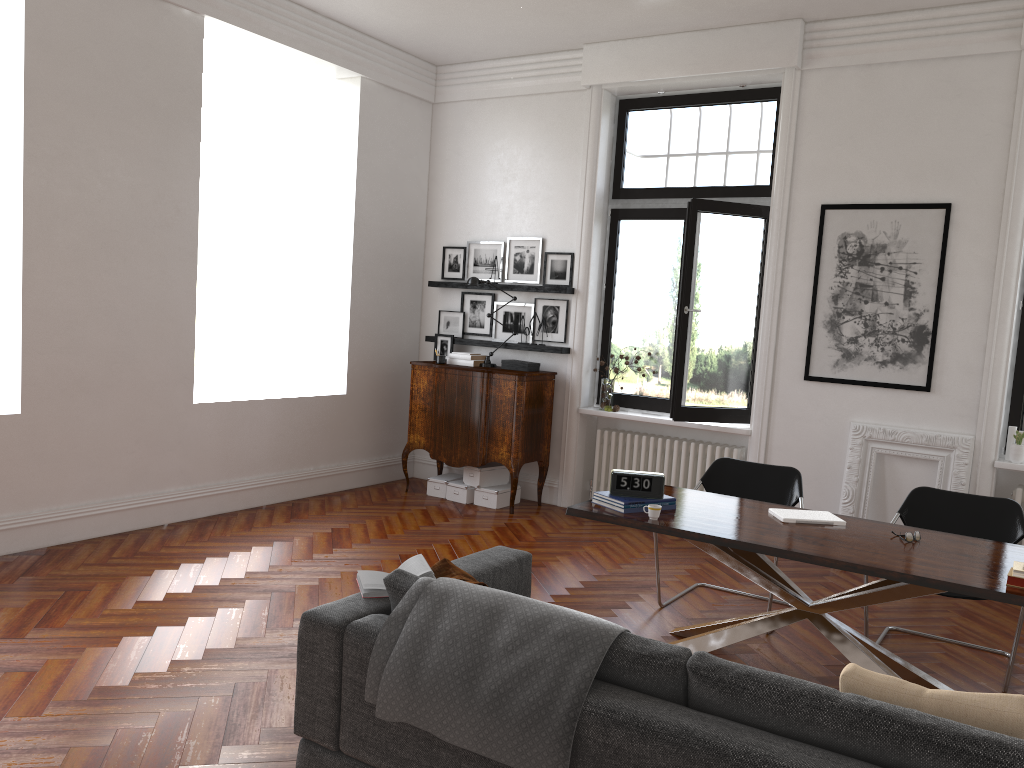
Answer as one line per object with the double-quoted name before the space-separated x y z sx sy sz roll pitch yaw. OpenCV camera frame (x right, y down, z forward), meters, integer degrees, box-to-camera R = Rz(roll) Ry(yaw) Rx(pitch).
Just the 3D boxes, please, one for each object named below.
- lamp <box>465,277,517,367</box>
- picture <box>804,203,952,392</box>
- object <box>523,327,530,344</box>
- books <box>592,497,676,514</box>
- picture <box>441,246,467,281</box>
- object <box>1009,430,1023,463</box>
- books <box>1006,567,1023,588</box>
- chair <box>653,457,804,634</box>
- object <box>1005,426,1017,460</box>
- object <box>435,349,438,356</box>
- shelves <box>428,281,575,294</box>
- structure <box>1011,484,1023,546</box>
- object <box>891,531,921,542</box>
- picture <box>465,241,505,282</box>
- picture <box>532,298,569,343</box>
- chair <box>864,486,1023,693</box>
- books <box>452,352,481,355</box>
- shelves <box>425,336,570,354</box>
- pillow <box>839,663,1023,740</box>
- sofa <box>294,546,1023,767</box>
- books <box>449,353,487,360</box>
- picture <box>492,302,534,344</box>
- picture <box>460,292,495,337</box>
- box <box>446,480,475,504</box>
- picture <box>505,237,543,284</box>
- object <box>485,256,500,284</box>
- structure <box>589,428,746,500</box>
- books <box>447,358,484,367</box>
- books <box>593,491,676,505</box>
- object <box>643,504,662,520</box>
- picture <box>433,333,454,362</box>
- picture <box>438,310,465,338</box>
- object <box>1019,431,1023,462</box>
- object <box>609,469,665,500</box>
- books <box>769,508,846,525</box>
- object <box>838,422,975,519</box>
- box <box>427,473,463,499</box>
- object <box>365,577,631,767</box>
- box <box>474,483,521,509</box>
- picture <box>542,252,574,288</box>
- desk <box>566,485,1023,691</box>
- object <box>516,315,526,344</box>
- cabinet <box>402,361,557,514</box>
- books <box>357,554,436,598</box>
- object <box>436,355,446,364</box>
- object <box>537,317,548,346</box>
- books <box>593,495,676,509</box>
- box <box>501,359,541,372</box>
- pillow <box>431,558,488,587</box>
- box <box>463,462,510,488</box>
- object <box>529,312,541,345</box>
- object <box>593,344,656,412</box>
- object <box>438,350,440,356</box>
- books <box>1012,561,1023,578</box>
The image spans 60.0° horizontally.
"lamp" -0.194 -0.550 7.985 0.491 0.804 0.174 3 6 -3
"picture" 2.646 -0.643 6.472 0.881 1.326 0.035 7 7 32
"object" 0.131 -0.434 7.973 0.066 0.161 0.040 7 7 32
"books" 0.629 0.617 4.584 0.347 0.027 0.263 1 5 -33
"picture" -0.556 -1.152 8.471 0.266 0.316 0.020 7 7 32
"object" 3.475 0.421 6.081 0.102 0.245 0.098 5 6 10
"books" 2.103 0.788 3.536 0.215 0.040 0.159 7 6 34
"chair" 1.333 0.936 5.328 0.751 0.874 0.745 7 6 32
"object" 3.488 0.415 6.197 0.051 0.239 0.051 1 6 -23
"object" -0.672 -0.258 7.970 0.050 0.119 0.010 8 7 35
"shelves" -0.124 -0.886 8.129 1.513 0.055 0.158 7 5 32
"structure" 4.078 1.166 5.949 1.451 0.780 0.225 7 6 32
"object" 1.894 0.718 4.226 0.114 0.047 0.132 3 5 -5
"picture" -0.256 -1.144 8.280 0.415 0.368 0.020 7 7 32
"picture" 0.340 -0.569 7.936 0.342 0.385 0.020 7 7 32
"chair" 2.321 1.050 4.705 0.751 0.874 0.745 7 6 32
"books" -0.412 -0.276 8.039 0.200 0.014 0.179 7 5 32
"shelves" -0.157 -0.365 8.183 1.513 0.055 0.155 7 5 32
"pillow" 1.138 0.996 2.399 0.485 0.461 0.225 7 6 32
"sofa" 0.696 1.155 2.884 2.641 0.830 1.261 7 6 32
"books" -0.399 -0.247 8.058 0.239 0.044 0.254 7 5 32
"picture" 0.012 -0.562 8.143 0.433 0.366 0.020 7 7 32
"picture" -0.332 -0.659 8.357 0.373 0.407 0.020 7 7 32
"box" -0.377 0.973 8.037 0.244 0.177 0.394 8 6 37
"picture" 0.107 -1.122 8.050 0.369 0.409 0.020 7 7 32
"object" -0.172 -1.049 8.163 0.174 0.261 0.040 7 7 32
"structure" 1.327 0.847 7.685 1.451 0.780 0.225 7 6 32
"books" -0.406 -0.197 8.059 0.294 0.057 0.229 7 5 32
"books" 0.632 0.580 4.565 0.344 0.017 0.249 1 5 -33
"object" 0.686 0.622 4.312 0.064 0.065 0.082 0 6 -37
"picture" -0.646 -0.342 8.391 0.213 0.258 0.020 7 7 32
"picture" -0.583 -0.572 8.493 0.299 0.254 0.020 7 7 32
"object" 3.532 0.434 6.147 0.051 0.213 0.051 1 6 -23
"object" 0.639 0.513 4.526 0.275 0.126 0.081 4 5 6
"books" 1.509 0.682 4.544 0.325 0.026 0.230 4 5 -3
"object" 2.790 0.854 6.360 0.829 1.064 0.233 7 7 32
"box" -0.594 0.945 8.210 0.209 0.177 0.394 6 5 27
"object" -0.054 0.874 2.769 0.751 0.388 0.400 7 6 32
"box" -0.128 0.999 7.916 0.244 0.177 0.394 7 6 32
"picture" 0.409 -1.014 7.863 0.289 0.304 0.020 7 7 32
"desk" 1.454 1.083 4.315 2.223 0.753 1.029 7 6 32
"object" 0.091 -0.491 8.028 0.124 0.261 0.040 7 7 32
"cabinet" -0.328 0.452 7.991 1.264 1.220 0.639 7 6 32
"books" -0.428 0.713 3.314 0.279 0.096 0.224 2 5 -16
"object" -0.640 -0.215 7.962 0.091 0.077 0.091 4 5 5
"object" 0.277 -0.474 7.953 0.110 0.262 0.040 7 7 32
"books" 0.631 0.597 4.567 0.344 0.017 0.249 1 5 -33
"box" 0.077 -0.162 7.850 0.281 0.087 0.208 7 6 32
"pillow" -0.116 0.870 3.304 0.330 0.397 0.469 2 5 -20
"box" -0.227 0.812 7.968 0.209 0.177 0.394 8 7 42
"object" 0.205 -0.498 7.965 0.118 0.299 0.040 7 7 32
"object" 0.981 -0.054 7.766 0.541 0.601 0.317 4 6 3
"object" -0.655 -0.252 7.987 0.045 0.139 0.010 7 7 29
"books" 2.115 0.755 3.532 0.207 0.028 0.164 6 5 30
